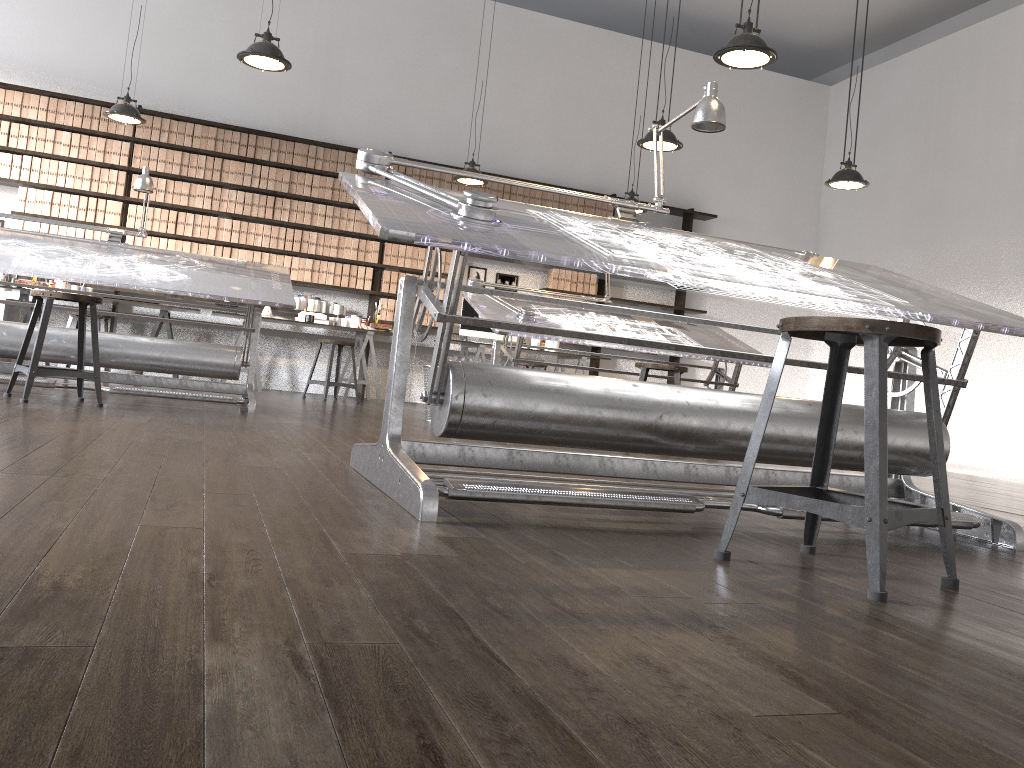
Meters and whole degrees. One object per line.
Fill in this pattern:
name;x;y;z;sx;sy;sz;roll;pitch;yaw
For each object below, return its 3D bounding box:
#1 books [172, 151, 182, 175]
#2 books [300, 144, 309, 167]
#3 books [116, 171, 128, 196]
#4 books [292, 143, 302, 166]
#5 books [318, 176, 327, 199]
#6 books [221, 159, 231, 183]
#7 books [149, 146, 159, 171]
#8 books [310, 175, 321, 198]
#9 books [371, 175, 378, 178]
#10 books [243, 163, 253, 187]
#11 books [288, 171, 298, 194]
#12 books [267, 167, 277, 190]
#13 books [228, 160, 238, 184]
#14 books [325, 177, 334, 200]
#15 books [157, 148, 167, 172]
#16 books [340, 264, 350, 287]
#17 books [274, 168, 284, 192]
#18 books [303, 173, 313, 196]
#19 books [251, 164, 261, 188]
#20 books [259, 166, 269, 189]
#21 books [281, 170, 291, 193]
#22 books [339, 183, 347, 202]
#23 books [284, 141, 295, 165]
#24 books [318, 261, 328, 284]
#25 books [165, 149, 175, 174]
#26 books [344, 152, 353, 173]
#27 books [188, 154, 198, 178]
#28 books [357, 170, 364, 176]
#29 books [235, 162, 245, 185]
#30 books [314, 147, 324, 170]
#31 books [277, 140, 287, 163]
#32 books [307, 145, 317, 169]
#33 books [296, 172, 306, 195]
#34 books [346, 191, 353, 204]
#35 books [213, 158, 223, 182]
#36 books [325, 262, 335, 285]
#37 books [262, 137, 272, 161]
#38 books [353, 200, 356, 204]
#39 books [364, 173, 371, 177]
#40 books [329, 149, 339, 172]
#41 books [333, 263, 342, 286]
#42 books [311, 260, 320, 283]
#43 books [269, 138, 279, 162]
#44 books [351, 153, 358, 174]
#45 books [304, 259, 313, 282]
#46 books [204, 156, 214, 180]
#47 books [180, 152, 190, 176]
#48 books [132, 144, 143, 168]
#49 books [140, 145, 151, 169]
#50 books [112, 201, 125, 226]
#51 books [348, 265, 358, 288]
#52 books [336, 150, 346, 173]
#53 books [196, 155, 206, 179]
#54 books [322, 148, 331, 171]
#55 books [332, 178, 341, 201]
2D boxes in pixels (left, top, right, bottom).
books;-3.104;-2.032;8.215;0.067;0.226;0.174;7;-2;-19
books;-2.024;-2.198;8.592;0.067;0.226;0.174;7;-2;-19
books;-3.551;-1.809;8.063;0.066;0.226;0.174;7;-2;-19
books;-2.085;-2.204;8.576;0.066;0.226;0.174;7;-2;-19
books;-1.862;-1.902;8.650;0.066;0.226;0.174;7;-2;-19
books;-2.703;-1.990;8.360;0.066;0.226;0.174;7;-2;-19
books;-3.294;-2.052;8.150;0.067;0.226;0.174;7;-2;-19
books;-1.921;-1.908;8.628;0.066;0.226;0.174;7;-2;-19
books;-1.373;-2.130;8.825;0.066;0.226;0.174;7;-2;-19
books;-2.512;-1.970;8.420;0.066;0.226;0.174;7;-2;-19
books;-2.122;-1.929;8.563;0.066;0.226;0.174;7;-2;-19
books;-2.307;-1.948;8.494;0.066;0.226;0.174;7;-2;-19
books;-2.641;-1.983;8.380;0.066;0.226;0.174;7;-2;-19
books;-1.798;-1.895;8.667;0.067;0.226;0.174;7;-2;-19
books;-3.227;-2.045;8.175;0.066;0.226;0.174;7;-2;-19
books;-1.649;-1.058;8.709;0.067;0.226;0.174;7;-2;-19
books;-2.249;-1.942;8.516;0.066;0.226;0.174;7;-2;-19
books;-1.988;-1.915;8.603;0.067;0.226;0.174;7;-2;-19
books;-2.445;-1.963;8.446;0.066;0.226;0.174;7;-2;-19
books;-2.375;-1.956;8.469;0.067;0.226;0.174;7;-2;-19
books;-2.185;-1.936;8.533;0.067;0.226;0.174;7;-2;-19
books;-1.670;-1.882;8.718;0.066;0.226;0.174;7;-2;-19
books;-2.155;-2.212;8.553;0.066;0.226;0.174;7;-2;-19
books;-1.854;-1.080;8.643;0.066;0.226;0.174;7;-2;-19
books;-3.168;-2.039;8.197;0.066;0.226;0.174;7;-2;-19
books;-1.624;-2.156;8.735;0.066;0.226;0.174;7;-2;-19
books;-2.976;-2.018;8.265;0.066;0.226;0.174;7;-2;-19
books;-1.501;-2.143;8.774;0.067;0.226;0.174;7;-2;-19
books;-2.580;-1.977;8.396;0.067;0.226;0.174;7;-2;-19
books;-1.889;-2.184;8.643;0.066;0.226;0.174;7;-2;-19
books;-2.221;-2.219;8.532;0.066;0.226;0.174;7;-2;-19
books;-1.956;-2.191;8.616;0.066;0.226;0.174;7;-2;-19
books;-2.056;-1.922;8.584;0.066;0.226;0.174;7;-2;-19
books;-1.602;-1.875;8.737;0.066;0.226;0.174;7;-2;-19
books;-2.771;-1.997;8.331;0.067;0.226;0.174;7;-2;-19
books;-1.786;-1.072;8.663;0.066;0.226;0.174;7;-2;-19
books;-2.352;-2.232;8.479;0.066;0.226;0.174;7;-2;-19
books;-1.537;-1.868;8.765;0.066;0.226;0.174;7;-2;-19
books;-1.440;-2.137;8.801;0.066;0.226;0.174;7;-2;-19
books;-1.759;-2.170;8.690;0.066;0.226;0.174;7;-2;-19
books;-1.721;-1.066;8.690;0.066;0.226;0.174;7;-2;-19
books;-1.921;-1.087;8.620;0.066;0.226;0.174;7;-2;-19
books;-2.285;-2.225;8.505;0.066;0.226;0.174;7;-2;-19
books;-1.566;-2.150;8.757;0.066;0.226;0.174;7;-2;-19
books;-1.982;-1.093;8.593;0.067;0.226;0.174;7;-2;-19
books;-2.843;-2.005;8.312;0.066;0.226;0.174;7;-2;-19
books;-3.043;-2.025;8.242;0.066;0.226;0.174;7;-2;-19
books;-3.428;-2.066;8.110;0.066;0.226;0.174;7;-2;-19
books;-3.361;-2.059;8.131;0.066;0.226;0.174;7;-2;-19
books;-3.575;-1.532;8.044;0.067;0.226;0.174;7;-2;-19
books;-1.581;-1.051;8.739;0.066;0.226;0.174;7;-2;-19
books;-1.691;-2.163;8.709;0.067;0.226;0.174;7;-2;-19
books;-2.908;-2.011;8.284;0.066;0.226;0.174;7;-2;-19
books;-1.825;-2.177;8.669;0.066;0.226;0.174;7;-2;-19
books;-1.737;-1.889;8.695;0.066;0.226;0.174;7;-2;-19
